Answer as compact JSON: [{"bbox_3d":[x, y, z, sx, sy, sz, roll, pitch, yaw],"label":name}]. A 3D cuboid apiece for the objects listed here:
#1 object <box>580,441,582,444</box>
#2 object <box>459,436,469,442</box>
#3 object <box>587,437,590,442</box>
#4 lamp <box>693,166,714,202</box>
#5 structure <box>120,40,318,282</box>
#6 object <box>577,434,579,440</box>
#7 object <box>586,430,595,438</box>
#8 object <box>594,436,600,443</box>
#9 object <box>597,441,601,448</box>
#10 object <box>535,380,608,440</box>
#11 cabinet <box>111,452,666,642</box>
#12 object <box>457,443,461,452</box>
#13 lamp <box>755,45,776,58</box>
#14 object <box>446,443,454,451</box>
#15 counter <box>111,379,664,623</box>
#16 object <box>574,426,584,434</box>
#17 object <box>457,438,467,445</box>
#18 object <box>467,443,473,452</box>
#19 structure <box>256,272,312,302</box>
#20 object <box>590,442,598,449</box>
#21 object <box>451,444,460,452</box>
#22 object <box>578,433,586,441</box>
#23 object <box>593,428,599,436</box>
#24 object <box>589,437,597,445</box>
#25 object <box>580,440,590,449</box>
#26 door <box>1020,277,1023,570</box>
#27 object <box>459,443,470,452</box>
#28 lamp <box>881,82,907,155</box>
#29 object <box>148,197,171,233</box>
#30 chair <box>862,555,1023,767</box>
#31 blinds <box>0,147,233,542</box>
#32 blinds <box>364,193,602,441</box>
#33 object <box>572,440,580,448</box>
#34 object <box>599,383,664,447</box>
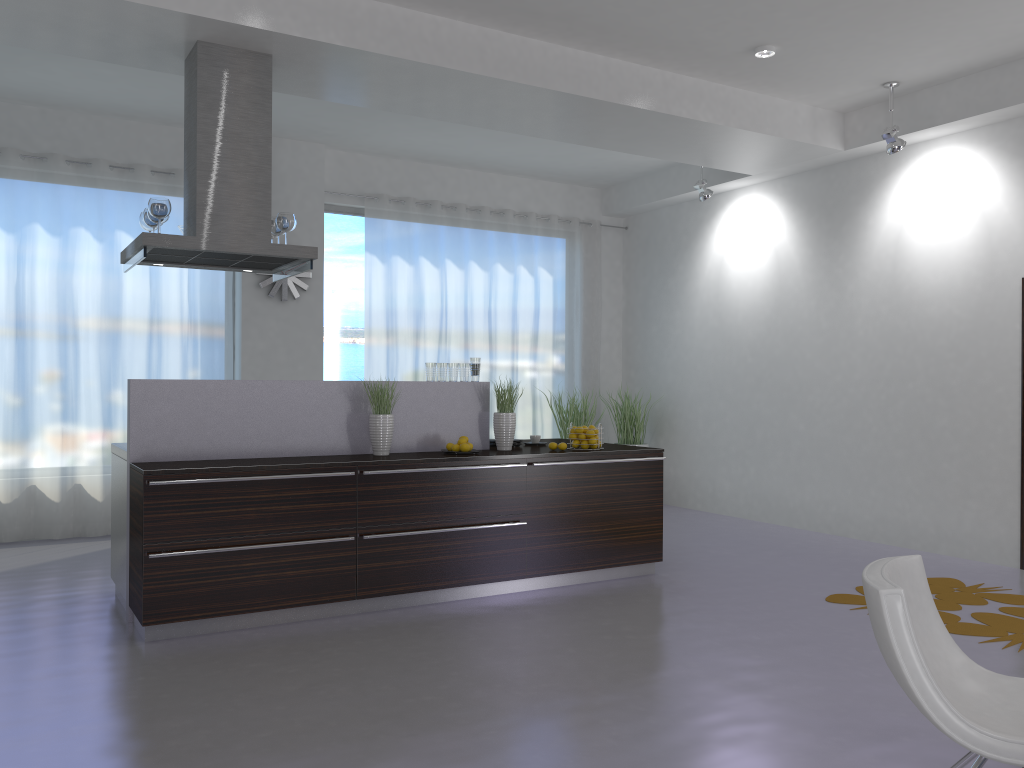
[{"bbox_3d":[0.481,0.398,5.925,0.057,0.060,0.052,0,0,-25],"label":"object"},{"bbox_3d":[-0.302,0.349,5.555,0.063,0.048,0.053,0,0,25],"label":"object"},{"bbox_3d":[0.526,0.367,5.921,0.051,0.053,0.062,0,0,-23],"label":"object"},{"bbox_3d":[1.778,-1.948,8.232,0.185,0.511,0.150,0,0,-31],"label":"lamp"},{"bbox_3d":[-1.816,-1.310,5.461,0.981,1.231,0.915,0,0,-31],"label":"structure"},{"bbox_3d":[0.452,0.349,5.941,0.064,0.053,0.051,0,0,-28],"label":"object"},{"bbox_3d":[0.519,0.331,5.875,0.061,0.052,0.053,0,0,-18],"label":"object"},{"bbox_3d":[0.557,0.370,5.917,0.051,0.055,0.061,0,0,38],"label":"object"},{"bbox_3d":[0.581,0.406,5.969,0.053,0.052,0.062,0,0,9],"label":"object"},{"bbox_3d":[0.666,0.623,9.140,0.713,1.334,0.656,0,0,-30],"label":"object"},{"bbox_3d":[-0.714,0.856,5.711,3.285,0.852,1.377,0,0,-31],"label":"cabinet"},{"bbox_3d":[-0.324,0.394,5.542,0.057,0.060,0.071,0,0,-29],"label":"object"},{"bbox_3d":[1.665,-2.187,5.836,0.132,0.035,0.132,0,0,32],"label":"lamp"},{"bbox_3d":[-0.381,0.393,5.525,0.061,0.054,0.052,0,0,16],"label":"object"},{"bbox_3d":[-0.717,0.632,5.721,3.291,1.300,1.302,0,0,-31],"label":"counter"},{"bbox_3d":[0.446,0.308,5.888,0.063,0.051,0.053,0,0,17],"label":"object"},{"bbox_3d":[-0.309,0.360,5.503,0.061,0.047,0.053,0,0,-28],"label":"object"},{"bbox_3d":[-0.270,0.394,5.522,0.052,0.054,0.061,0,0,36],"label":"object"},{"bbox_3d":[-2.056,-0.998,8.009,0.505,0.505,0.076,0,0,-31],"label":"structure"},{"bbox_3d":[0.542,0.406,5.891,0.051,0.053,0.063,0,0,-23],"label":"object"},{"bbox_3d":[-0.345,0.397,5.481,0.063,0.051,0.053,0,0,-27],"label":"object"},{"bbox_3d":[0.467,0.353,5.886,0.052,0.053,0.062,0,0,31],"label":"object"},{"bbox_3d":[0.554,0.320,5.922,0.051,0.053,0.063,0,0,-18],"label":"object"},{"bbox_3d":[0.532,0.378,5.852,0.052,0.054,0.061,0,0,36],"label":"object"},{"bbox_3d":[0.485,0.404,5.882,0.064,0.063,0.074,0,0,-10],"label":"object"},{"bbox_3d":[4.138,0.281,5.566,0.220,2.061,1.764,0,0,-31],"label":"door"},{"bbox_3d":[-0.290,0.393,5.460,0.070,0.058,0.060,0,0,-32],"label":"object"},{"bbox_3d":[2.801,-1.941,6.513,0.185,0.511,0.150,0,0,-31],"label":"lamp"},{"bbox_3d":[-1.993,-0.936,5.013,0.125,0.221,0.125,0,0,-6],"label":"object"},{"bbox_3d":[1.223,0.891,2.255,0.620,0.805,0.508,0,0,29],"label":"chair"},{"bbox_3d":[-3.865,-0.301,7.069,3.245,3.112,0.120,0,0,-31],"label":"blinds"},{"bbox_3d":[-0.198,-0.278,9.250,2.830,3.112,0.120,0,0,-31],"label":"blinds"},{"bbox_3d":[0.425,0.398,5.897,0.060,0.057,0.052,0,0,-29],"label":"object"},{"bbox_3d":[1.217,0.627,9.505,0.713,1.334,0.656,0,0,44],"label":"object"}]
